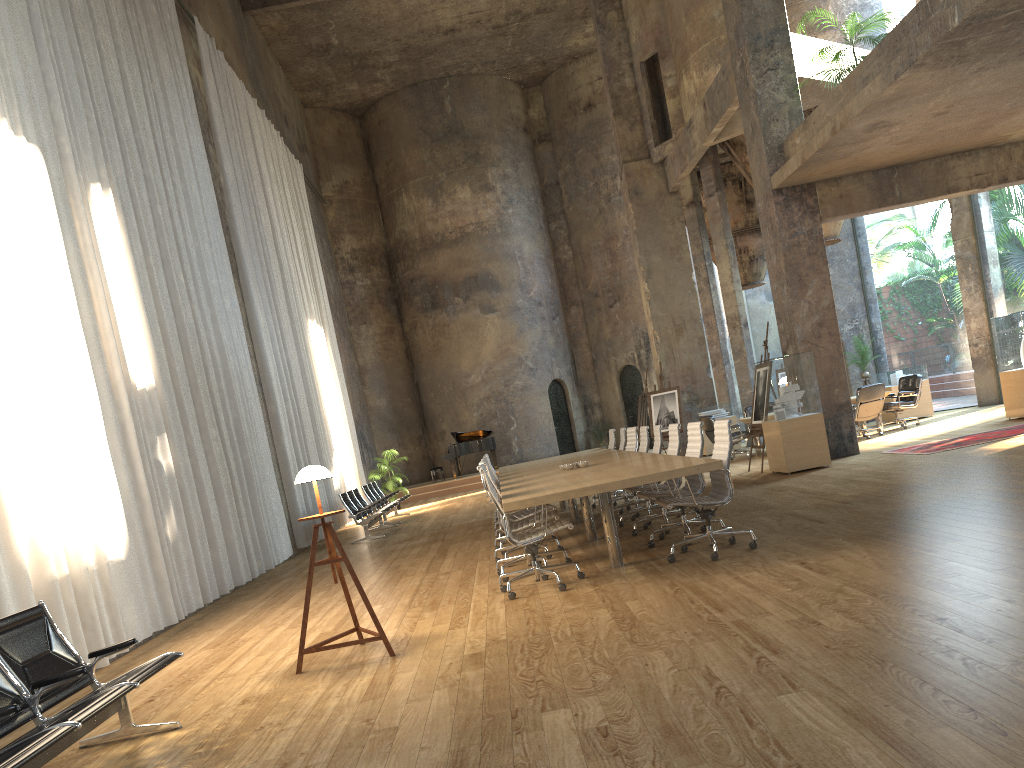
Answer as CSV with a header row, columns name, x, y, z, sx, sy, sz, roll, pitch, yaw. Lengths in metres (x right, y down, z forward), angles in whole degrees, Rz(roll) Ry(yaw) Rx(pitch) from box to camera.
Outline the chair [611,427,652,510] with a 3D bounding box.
name,x,y,z,sx,sy,sz,roll,pitch,yaw
chair,1.397,1.119,11.471,0.698,1.032,0.662,-11,2,-1

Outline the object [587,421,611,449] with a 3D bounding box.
name,x,y,z,sx,sy,sz,roll,pitch,yaw
object,2.742,1.611,27.060,0.916,0.997,0.899,-11,1,10

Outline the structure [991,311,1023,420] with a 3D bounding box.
name,x,y,z,sx,sy,sz,roll,pitch,yaw
structure,7.602,-0.299,12.822,0.594,1.558,0.738,-11,3,-1

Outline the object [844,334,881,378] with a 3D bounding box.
name,x,y,z,sx,sy,sz,roll,pitch,yaw
object,7.190,-0.575,18.287,0.859,0.946,0.684,-11,2,2

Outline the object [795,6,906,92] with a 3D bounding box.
name,x,y,z,sx,sy,sz,roll,pitch,yaw
object,4.520,-4.023,11.531,1.405,1.821,1.346,-11,2,5

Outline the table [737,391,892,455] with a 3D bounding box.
name,x,y,z,sx,sy,sz,roll,pitch,yaw
table,5.400,0.732,15.647,2.409,0.705,1.101,-11,-1,0

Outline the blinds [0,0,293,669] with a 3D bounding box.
name,x,y,z,sx,sy,sz,roll,pitch,yaw
blinds,-4.107,-1.877,9.327,0.275,8.699,7.791,-11,1,-1

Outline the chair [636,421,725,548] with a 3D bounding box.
name,x,y,z,sx,sy,sz,roll,pitch,yaw
chair,1.460,0.896,7.850,0.700,1.032,0.661,-11,2,3

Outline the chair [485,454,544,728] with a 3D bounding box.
name,x,y,z,sx,sy,sz,roll,pitch,yaw
chair,2.771,0.950,13.147,12.944,1.037,31.412,-11,-3,-2

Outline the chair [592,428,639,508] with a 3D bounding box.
name,x,y,z,sx,sy,sz,roll,pitch,yaw
chair,1.373,1.173,12.326,0.701,1.032,0.659,-11,2,8

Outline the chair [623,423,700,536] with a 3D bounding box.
name,x,y,z,sx,sy,sz,roll,pitch,yaw
chair,1.441,0.953,8.766,0.700,1.032,0.660,-11,2,5

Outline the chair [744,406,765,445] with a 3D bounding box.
name,x,y,z,sx,sy,sz,roll,pitch,yaw
chair,4.775,0.803,16.398,0.731,0.898,0.815,-11,1,6

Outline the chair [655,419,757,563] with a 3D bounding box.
name,x,y,z,sx,sy,sz,roll,pitch,yaw
chair,1.476,0.838,6.904,0.700,1.032,0.660,-11,2,5

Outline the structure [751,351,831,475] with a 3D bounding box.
name,x,y,z,sx,sy,sz,roll,pitch,yaw
structure,3.770,0.406,11.893,0.594,1.558,0.738,-11,3,-1

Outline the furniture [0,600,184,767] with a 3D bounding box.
name,x,y,z,sx,sy,sz,roll,pitch,yaw
furniture,-2.135,1.473,3.921,0.708,0.846,1.866,-11,-2,-2

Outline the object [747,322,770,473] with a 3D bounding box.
name,x,y,z,sx,sy,sz,roll,pitch,yaw
object,3.680,0.197,12.762,0.684,2.161,0.696,-11,4,-2

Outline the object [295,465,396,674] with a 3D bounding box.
name,x,y,z,sx,sy,sz,roll,pitch,yaw
object,-1.095,1.146,5.671,0.576,1.306,0.647,-9,3,32

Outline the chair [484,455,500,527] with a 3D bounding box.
name,x,y,z,sx,sy,sz,roll,pitch,yaw
chair,0.000,1.441,12.250,0.700,1.032,0.661,-11,2,3

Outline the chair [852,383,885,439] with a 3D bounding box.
name,x,y,z,sx,sy,sz,roll,pitch,yaw
chair,5.894,0.497,14.954,0.721,0.898,0.827,-12,1,-27

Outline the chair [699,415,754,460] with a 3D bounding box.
name,x,y,z,sx,sy,sz,roll,pitch,yaw
chair,3.857,0.941,15.646,0.819,0.898,0.728,-11,1,-5

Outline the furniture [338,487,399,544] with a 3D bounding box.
name,x,y,z,sx,sy,sz,roll,pitch,yaw
furniture,-2.397,2.174,15.119,0.708,0.846,1.866,-11,-2,-2

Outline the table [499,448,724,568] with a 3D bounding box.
name,x,y,z,sx,sy,sz,roll,pitch,yaw
table,0.718,1.309,10.129,1.600,0.762,7.692,-11,-3,-2

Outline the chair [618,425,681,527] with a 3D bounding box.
name,x,y,z,sx,sy,sz,roll,pitch,yaw
chair,1.422,1.009,9.662,0.701,1.032,0.659,-11,2,8

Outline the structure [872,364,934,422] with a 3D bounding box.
name,x,y,z,sx,sy,sz,roll,pitch,yaw
structure,7.680,0.215,17.272,0.735,1.021,0.740,-11,2,-1

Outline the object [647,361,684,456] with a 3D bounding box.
name,x,y,z,sx,sy,sz,roll,pitch,yaw
object,3.132,0.599,17.826,0.708,2.161,0.672,-9,4,31

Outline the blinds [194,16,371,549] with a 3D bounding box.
name,x,y,z,sx,sy,sz,roll,pitch,yaw
blinds,-4.267,-1.345,17.951,0.275,8.699,7.791,-11,1,-1

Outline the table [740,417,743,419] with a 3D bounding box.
name,x,y,z,sx,sy,sz,roll,pitch,yaw
table,5.125,1.225,21.857,1.870,0.550,0.938,-11,-1,-1

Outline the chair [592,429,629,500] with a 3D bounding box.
name,x,y,z,sx,sy,sz,roll,pitch,yaw
chair,1.322,1.233,13.188,0.700,1.032,0.660,-11,2,5

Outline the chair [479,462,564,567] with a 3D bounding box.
name,x,y,z,sx,sy,sz,roll,pitch,yaw
chair,0.081,1.215,8.628,0.698,1.032,0.662,-11,2,-1

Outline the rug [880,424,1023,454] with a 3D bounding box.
name,x,y,z,sx,sy,sz,roll,pitch,yaw
rug,6.277,0.666,11.453,2.462,0.009,1.342,-11,-3,0

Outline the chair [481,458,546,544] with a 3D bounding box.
name,x,y,z,sx,sy,sz,roll,pitch,yaw
chair,0.038,1.328,10.437,0.701,1.032,0.659,-11,2,8

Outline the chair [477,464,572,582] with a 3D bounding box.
name,x,y,z,sx,sy,sz,roll,pitch,yaw
chair,0.096,1.162,7.774,0.701,1.032,0.659,-11,2,8

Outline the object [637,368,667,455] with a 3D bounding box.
name,x,y,z,sx,sy,sz,roll,pitch,yaw
object,2.994,0.736,19.710,0.690,2.161,0.690,-9,4,25

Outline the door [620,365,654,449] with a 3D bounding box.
name,x,y,z,sx,sy,sz,roll,pitch,yaw
door,3.787,0.703,26.591,0.911,2.649,0.109,-8,5,41

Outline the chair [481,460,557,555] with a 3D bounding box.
name,x,y,z,sx,sy,sz,roll,pitch,yaw
chair,0.052,1.274,9.559,0.700,1.032,0.660,-11,2,5

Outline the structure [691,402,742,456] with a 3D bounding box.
name,x,y,z,sx,sy,sz,roll,pitch,yaw
structure,4.304,0.959,18.568,0.743,1.021,0.731,-11,2,-1

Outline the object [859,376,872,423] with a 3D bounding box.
name,x,y,z,sx,sy,sz,roll,pitch,yaw
object,7.528,0.326,18.280,0.577,0.979,0.648,-9,3,35

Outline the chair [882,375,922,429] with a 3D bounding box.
name,x,y,z,sx,sy,sz,roll,pitch,yaw
chair,6.843,0.349,15.643,0.818,0.898,0.728,-11,1,-7

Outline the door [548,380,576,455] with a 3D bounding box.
name,x,y,z,sx,sy,sz,roll,pitch,yaw
door,1.435,0.998,26.579,0.888,2.312,0.092,-14,5,-43

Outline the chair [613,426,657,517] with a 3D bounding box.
name,x,y,z,sx,sy,sz,roll,pitch,yaw
chair,1.409,1.062,10.541,0.700,1.032,0.660,-11,2,5

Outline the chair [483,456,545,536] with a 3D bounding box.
name,x,y,z,sx,sy,sz,roll,pitch,yaw
chair,0.019,1.384,11.334,0.700,1.032,0.660,-11,2,5

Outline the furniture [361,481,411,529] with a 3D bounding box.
name,x,y,z,sx,sy,sz,roll,pitch,yaw
furniture,-2.441,2.321,17.502,0.708,0.846,1.866,-11,-2,-2

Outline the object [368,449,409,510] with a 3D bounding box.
name,x,y,z,sx,sy,sz,roll,pitch,yaw
object,-2.916,2.308,20.996,1.087,1.466,1.128,-11,2,-10

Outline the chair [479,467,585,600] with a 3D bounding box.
name,x,y,z,sx,sy,sz,roll,pitch,yaw
chair,0.141,1.103,6.912,0.700,1.032,0.660,-11,2,5
